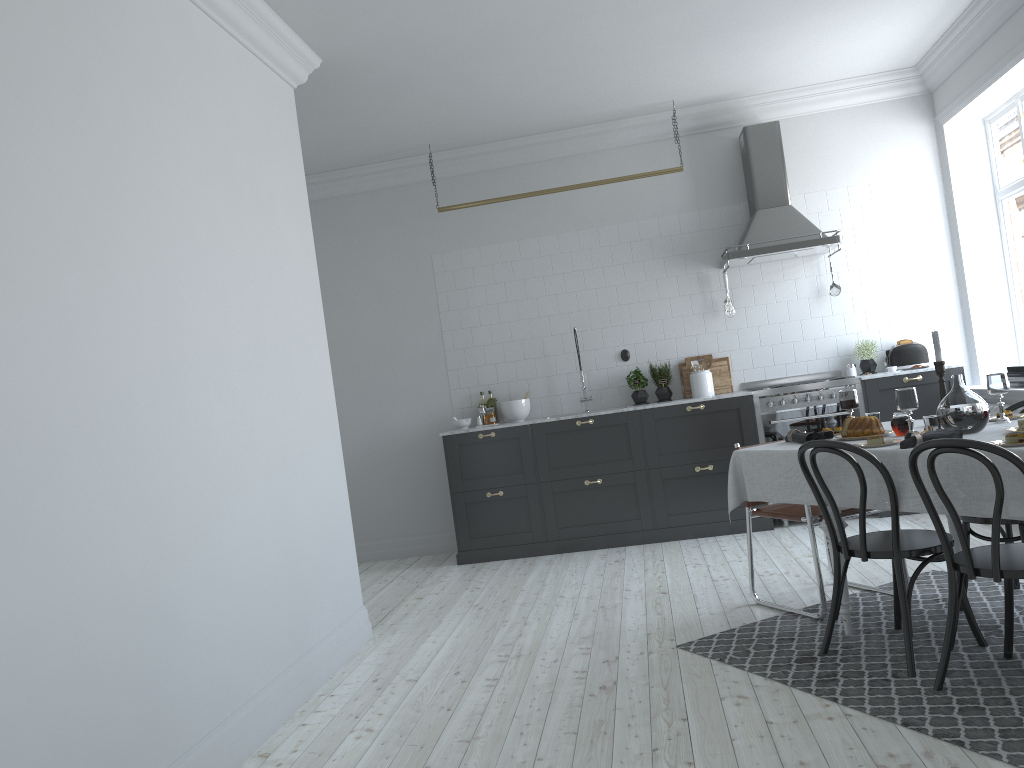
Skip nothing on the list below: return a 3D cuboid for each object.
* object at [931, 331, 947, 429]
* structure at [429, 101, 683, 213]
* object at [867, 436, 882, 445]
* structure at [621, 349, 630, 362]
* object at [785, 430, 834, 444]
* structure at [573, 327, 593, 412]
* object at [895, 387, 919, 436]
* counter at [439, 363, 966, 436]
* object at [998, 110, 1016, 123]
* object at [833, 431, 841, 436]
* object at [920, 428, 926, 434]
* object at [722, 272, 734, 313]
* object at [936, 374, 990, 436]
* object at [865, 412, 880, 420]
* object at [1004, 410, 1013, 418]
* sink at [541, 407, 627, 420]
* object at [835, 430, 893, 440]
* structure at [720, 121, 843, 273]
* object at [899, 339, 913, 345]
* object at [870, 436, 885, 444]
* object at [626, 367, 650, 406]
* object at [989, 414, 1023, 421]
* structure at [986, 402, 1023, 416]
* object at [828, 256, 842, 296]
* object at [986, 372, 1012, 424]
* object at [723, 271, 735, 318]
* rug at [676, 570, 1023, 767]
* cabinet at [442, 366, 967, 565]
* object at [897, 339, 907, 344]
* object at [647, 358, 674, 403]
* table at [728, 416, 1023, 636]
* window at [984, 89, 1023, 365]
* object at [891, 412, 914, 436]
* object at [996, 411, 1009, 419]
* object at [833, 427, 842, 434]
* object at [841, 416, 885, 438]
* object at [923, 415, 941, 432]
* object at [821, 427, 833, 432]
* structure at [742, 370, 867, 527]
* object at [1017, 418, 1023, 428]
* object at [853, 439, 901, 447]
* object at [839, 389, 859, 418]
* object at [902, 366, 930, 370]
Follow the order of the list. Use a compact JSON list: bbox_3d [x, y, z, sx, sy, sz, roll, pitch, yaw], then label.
[{"bbox_3d":[1.851,-0.015,3.819,0.089,0.432,0.089,-8,-1,30],"label":"object"},{"bbox_3d":[0.324,-1.792,7.020,1.988,0.556,0.053,-8,-1,8],"label":"structure"},{"bbox_3d":[1.475,0.233,3.608,0.057,0.037,0.021,-8,-1,-2],"label":"object"},{"bbox_3d":[0.934,-0.236,7.307,0.079,0.103,0.032,-8,-1,8],"label":"structure"},{"bbox_3d":[1.358,0.248,4.173,0.165,0.061,0.247,-7,-1,-43],"label":"object"},{"bbox_3d":[0.558,-0.113,7.139,0.100,0.692,0.266,-8,-1,8],"label":"structure"},{"bbox_3d":[1.626,0.125,3.633,0.083,0.215,0.083,-8,-1,13],"label":"object"},{"bbox_3d":[1.391,0.128,6.946,3.902,0.020,0.624,-8,-1,8],"label":"counter"},{"bbox_3d":[-8.322,0.190,3.851,72.085,19.432,33.873,-7,-1,-27],"label":"object"},{"bbox_3d":[1.568,0.243,4.323,0.182,0.013,0.182,-8,-1,8],"label":"object"},{"bbox_3d":[1.734,0.200,3.743,0.031,0.031,0.167,-9,-1,43],"label":"object"},{"bbox_3d":[1.724,-0.742,7.125,0.066,0.332,0.024,-8,-1,13],"label":"object"},{"bbox_3d":[1.812,0.083,3.576,0.194,0.245,0.194,-8,-1,-9],"label":"object"},{"bbox_3d":[1.691,0.183,4.146,0.066,0.094,0.066,-8,-1,-3],"label":"object"},{"bbox_3d":[2.217,0.136,3.982,0.036,0.039,0.051,-8,-1,-15],"label":"object"},{"bbox_3d":[0.588,0.331,7.015,0.669,0.203,0.384,-8,-1,8],"label":"sink"},{"bbox_3d":[1.592,0.234,4.007,0.251,0.018,0.251,-8,-1,8],"label":"object"},{"bbox_3d":[2.007,-1.480,6.877,0.843,1.079,0.567,-8,-1,8],"label":"structure"},{"bbox_3d":[3.048,-0.288,6.852,0.107,0.110,0.010,-8,-1,13],"label":"object"},{"bbox_3d":[1.496,0.231,3.633,0.057,0.037,0.021,-8,-1,26],"label":"object"},{"bbox_3d":[1.019,0.016,7.190,0.172,0.311,0.179,-8,-1,19],"label":"object"},{"bbox_3d":[2.199,0.151,3.954,0.182,0.013,0.182,-8,-1,8],"label":"object"},{"bbox_3d":[3.416,0.510,5.995,0.245,0.753,1.673,-8,-1,8],"label":"structure"},{"bbox_3d":[2.531,-0.855,7.002,0.101,0.331,0.030,-8,-1,18],"label":"object"},{"bbox_3d":[2.105,0.062,3.826,0.083,0.215,0.083,-8,-1,13],"label":"object"},{"bbox_3d":[1.725,-0.718,7.091,0.074,0.381,0.076,-8,-1,-12],"label":"object"},{"bbox_3d":[1.947,1.022,3.452,1.701,0.021,2.166,-7,-1,-24],"label":"rug"},{"bbox_3d":[1.461,0.639,6.928,3.897,1.012,0.646,-8,-1,8],"label":"cabinet"},{"bbox_3d":[3.065,-0.293,6.927,0.107,0.110,0.010,-8,-1,13],"label":"object"},{"bbox_3d":[1.204,-0.039,7.150,0.196,0.367,0.186,-7,-1,-37],"label":"object"},{"bbox_3d":[1.992,0.600,3.532,1.210,0.842,2.179,-7,-1,-25],"label":"table"},{"bbox_3d":[3.689,-1.041,5.974,0.061,2.080,1.716,-8,-1,8],"label":"window"},{"bbox_3d":[1.697,0.174,3.857,0.091,0.101,0.091,-7,-1,-37],"label":"object"},{"bbox_3d":[2.175,0.139,3.929,0.057,0.041,0.038,-7,-1,-40],"label":"object"},{"bbox_3d":[1.588,0.227,4.306,0.051,0.039,0.036,-7,-1,-42],"label":"object"},{"bbox_3d":[1.577,0.194,4.002,0.191,0.105,0.164,-8,-1,27],"label":"object"},{"bbox_3d":[1.686,0.175,3.551,0.066,0.094,0.066,-8,-1,-3],"label":"object"},{"bbox_3d":[1.540,0.233,4.336,0.038,0.041,0.057,-9,-1,41],"label":"object"},{"bbox_3d":[2.273,0.483,6.811,0.779,1.096,0.651,-8,-1,8],"label":"structure"},{"bbox_3d":[1.972,0.153,3.357,0.100,0.056,0.056,-8,-1,25],"label":"object"},{"bbox_3d":[1.488,0.244,3.615,0.182,0.013,0.182,-8,-1,23],"label":"object"},{"bbox_3d":[1.605,0.136,4.204,0.083,0.215,0.083,-8,-1,13],"label":"object"},{"bbox_3d":[3.021,-0.117,6.627,0.209,0.011,0.209,-7,-1,-44],"label":"object"}]
